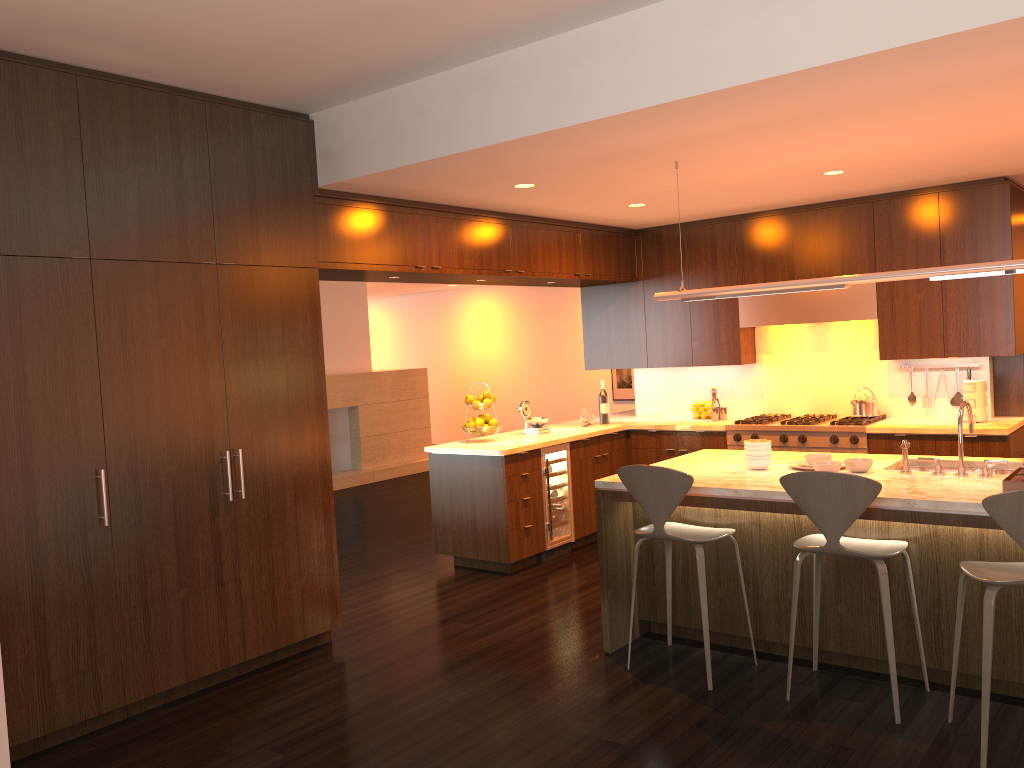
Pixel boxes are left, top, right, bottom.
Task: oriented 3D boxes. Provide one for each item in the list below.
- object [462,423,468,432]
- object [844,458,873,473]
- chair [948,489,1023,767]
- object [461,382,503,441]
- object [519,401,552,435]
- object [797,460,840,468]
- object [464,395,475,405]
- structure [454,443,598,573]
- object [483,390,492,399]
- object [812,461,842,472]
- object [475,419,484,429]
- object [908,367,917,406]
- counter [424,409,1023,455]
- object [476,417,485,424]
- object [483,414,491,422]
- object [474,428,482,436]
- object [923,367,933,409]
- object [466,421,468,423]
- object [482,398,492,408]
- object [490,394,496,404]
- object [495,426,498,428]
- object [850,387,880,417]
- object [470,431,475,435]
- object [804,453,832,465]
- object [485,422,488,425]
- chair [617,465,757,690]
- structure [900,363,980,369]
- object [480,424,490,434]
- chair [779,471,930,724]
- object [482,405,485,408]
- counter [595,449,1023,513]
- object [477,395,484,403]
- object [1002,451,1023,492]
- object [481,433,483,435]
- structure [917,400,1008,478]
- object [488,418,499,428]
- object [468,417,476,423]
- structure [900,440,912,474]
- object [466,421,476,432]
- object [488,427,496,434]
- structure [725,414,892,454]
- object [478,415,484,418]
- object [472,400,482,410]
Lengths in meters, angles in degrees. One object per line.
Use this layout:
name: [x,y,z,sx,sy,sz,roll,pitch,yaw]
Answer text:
object: [-0.349,0.331,6.818,0.068,0.069,0.065,-3,3,15]
object: [1.721,0.406,4.402,0.138,0.059,0.139,-5,3,-26]
chair: [1.951,0.863,3.310,0.520,1.047,0.506,-3,3,13]
object: [-0.237,0.213,6.830,0.324,0.461,0.324,-3,2,-2]
object: [0.189,0.269,7.202,0.231,0.266,0.191,-1,3,41]
object: [1.597,0.420,4.618,0.216,0.025,0.217,-5,3,-34]
object: [-0.326,0.123,6.822,0.075,0.079,0.077,-6,3,-42]
structure: [1.814,0.808,6.863,3.400,0.862,3.060,-1,3,38]
object: [-0.190,0.083,6.804,0.068,0.072,0.071,-4,3,-5]
object: [1.554,0.417,4.370,0.138,0.059,0.139,-5,3,-26]
object: [-0.245,0.300,6.702,0.068,0.077,0.079,-3,3,14]
object: [3.009,0.017,6.674,0.061,0.296,0.020,-1,3,37]
counter: [1.743,0.349,6.797,3.616,0.038,3.187,-1,3,38]
object: [-0.241,0.287,6.770,0.077,0.075,0.077,-3,3,12]
object: [-0.188,0.259,6.770,0.060,0.063,0.062,-6,3,-44]
object: [-0.260,0.361,6.785,0.063,0.069,0.070,-3,2,1]
object: [3.096,0.030,6.611,0.066,0.314,0.004,-1,3,38]
object: [-0.328,0.310,6.929,0.057,0.058,0.054,-5,3,-31]
object: [-0.189,0.147,6.791,0.078,0.077,0.077,-5,3,-35]
object: [-0.157,0.115,6.846,0.071,0.074,0.070,-5,3,-30]
object: [-0.148,0.322,6.901,0.073,0.072,0.071,-4,3,-8]
object: [2.701,0.135,6.795,0.221,0.218,0.221,-2,3,23]
object: [-0.297,0.366,6.837,0.056,0.053,0.057,-3,2,-1]
object: [1.595,0.398,4.617,0.138,0.059,0.139,-5,3,-26]
object: [-0.179,0.293,6.849,0.070,0.072,0.071,-3,2,2]
chair: [0.825,0.883,4.347,0.520,1.047,0.506,-1,3,43]
structure: [3.156,-0.133,6.556,0.541,0.031,0.048,-1,3,42]
object: [-0.204,0.343,6.740,0.078,0.076,0.078,-2,3,26]
chair: [1.472,0.866,3.887,0.520,1.047,0.506,-1,3,38]
object: [-0.208,0.153,6.866,0.071,0.072,0.071,-4,3,-20]
counter: [1.889,0.451,4.274,2.711,0.038,1.280,-1,3,38]
object: [-0.240,0.113,6.838,0.061,0.063,0.062,-5,3,-27]
object: [2.332,0.318,3.634,0.497,0.231,0.503,-1,3,39]
object: [-0.226,0.368,6.847,0.062,0.062,0.062,-4,3,-8]
structure: [2.119,0.254,4.125,0.321,0.341,0.310,-4,3,-14]
object: [-0.141,0.299,6.752,0.077,0.074,0.078,-5,3,-36]
object: [-0.304,0.290,6.813,0.067,0.071,0.069,-4,3,-16]
structure: [1.893,0.351,4.270,0.050,0.161,0.067,-1,3,38]
object: [-0.310,0.323,6.747,0.077,0.077,0.077,-5,3,-40]
object: [-0.164,0.350,6.812,0.078,0.075,0.078,-3,3,17]
structure: [2.327,0.277,6.924,1.067,0.422,0.824,-1,3,38]
object: [-0.235,0.261,6.833,0.063,0.059,0.061,-4,3,-18]
object: [-0.269,0.160,6.793,0.078,0.072,0.077,-3,2,4]
